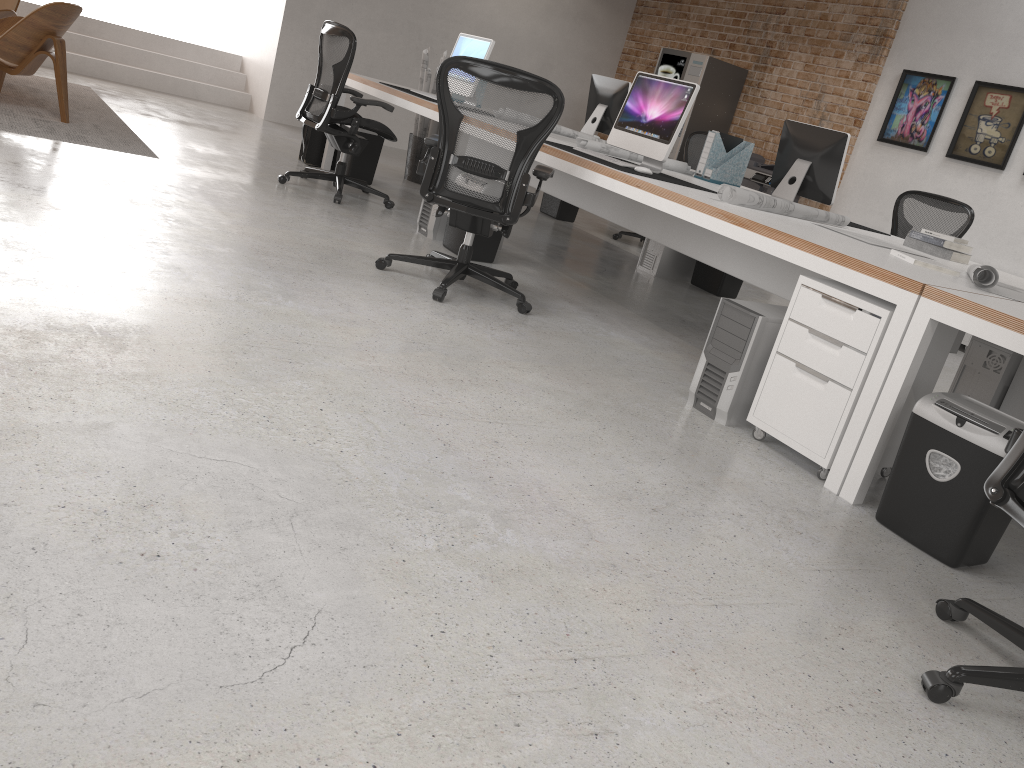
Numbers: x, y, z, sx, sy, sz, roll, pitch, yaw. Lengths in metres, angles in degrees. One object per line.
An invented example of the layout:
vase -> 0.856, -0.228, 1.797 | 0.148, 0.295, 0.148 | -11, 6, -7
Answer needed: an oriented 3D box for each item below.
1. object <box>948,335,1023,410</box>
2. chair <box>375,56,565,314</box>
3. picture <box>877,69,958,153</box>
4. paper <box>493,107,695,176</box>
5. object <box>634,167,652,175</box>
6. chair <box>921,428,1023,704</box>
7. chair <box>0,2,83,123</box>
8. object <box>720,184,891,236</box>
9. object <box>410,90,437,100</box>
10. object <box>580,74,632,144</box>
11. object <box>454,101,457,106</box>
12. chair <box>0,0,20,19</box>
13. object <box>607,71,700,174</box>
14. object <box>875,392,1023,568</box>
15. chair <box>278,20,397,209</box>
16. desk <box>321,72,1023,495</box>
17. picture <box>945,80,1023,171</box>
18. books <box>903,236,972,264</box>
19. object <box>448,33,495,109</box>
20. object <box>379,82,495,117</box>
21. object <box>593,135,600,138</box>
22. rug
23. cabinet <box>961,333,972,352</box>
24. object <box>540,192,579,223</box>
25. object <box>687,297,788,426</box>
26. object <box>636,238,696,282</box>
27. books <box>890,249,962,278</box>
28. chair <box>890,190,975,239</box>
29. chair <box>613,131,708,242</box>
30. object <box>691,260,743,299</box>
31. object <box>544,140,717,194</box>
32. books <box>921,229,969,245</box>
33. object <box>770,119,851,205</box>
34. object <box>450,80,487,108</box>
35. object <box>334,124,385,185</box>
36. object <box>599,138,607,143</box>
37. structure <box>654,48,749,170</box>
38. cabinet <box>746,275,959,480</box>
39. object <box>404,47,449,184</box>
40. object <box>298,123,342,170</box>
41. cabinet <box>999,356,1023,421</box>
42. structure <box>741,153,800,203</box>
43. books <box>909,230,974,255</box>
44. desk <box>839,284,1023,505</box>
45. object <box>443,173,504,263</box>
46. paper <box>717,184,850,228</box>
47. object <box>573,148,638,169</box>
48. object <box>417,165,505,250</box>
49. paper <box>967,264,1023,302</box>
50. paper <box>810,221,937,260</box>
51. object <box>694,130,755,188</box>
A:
object -> 2.542, 0.015, 4.605 | 0.543, 0.449, 0.224 | 3, 20, -35
chair -> -0.168, -0.989, 4.281 | 0.768, 1.072, 0.804 | 12, 17, -13
picture -> 3.586, -2.426, 7.860 | 0.042, 0.644, 0.532 | 5, 20, -35
paper -> 0.530, -1.609, 5.855 | 0.974, 0.104, 1.091 | 2, 23, -37
object -> 0.651, -1.055, 4.370 | 0.106, 0.028, 0.060 | 2, 22, -36
chair -> 1.425, 0.269, 1.906 | 0.790, 1.072, 0.782 | 7, 19, -27
chair -> -3.336, -2.184, 5.679 | 0.875, 0.743, 0.860 | 25, 19, 28
object -> 1.781, -1.068, 5.421 | 0.686, 0.008, 0.861 | 3, 22, -34
object -> -0.570, -2.023, 6.224 | 0.118, 0.017, 0.445 | 3, 22, -35
object -> 0.707, -2.128, 6.865 | 0.189, 0.479, 0.491 | 4, 20, -35
object -> -0.406, -1.895, 5.964 | 0.106, 0.028, 0.060 | 3, 21, -34
chair -> -4.077, -2.714, 6.619 | 0.864, 0.743, 0.871 | 25, 19, 28
object -> 0.744, -1.376, 4.675 | 0.189, 0.479, 0.491 | 4, 20, -35
object -> 1.400, 0.297, 2.790 | 0.250, 0.460, 0.343 | 4, 20, -35
chair -> -1.096, -1.821, 5.961 | 0.779, 1.072, 0.794 | 28, 20, 35
desk -> 0.846, -0.969, 5.578 | 2.308, 0.760, 5.186 | 3, 22, -35
picture -> 3.949, -2.138, 7.313 | 0.042, 0.644, 0.532 | 5, 20, -35
books -> 2.231, -0.701, 4.648 | 0.200, 0.049, 0.275 | 2, 23, -37
object -> -0.314, -2.217, 6.270 | 0.189, 0.479, 0.491 | 4, 20, -35
object -> -0.478, -2.002, 6.281 | 0.686, 0.008, 0.861 | 3, 22, -35
object -> 0.680, -2.035, 7.291 | 0.106, 0.028, 0.060 | 2, 22, -36
rug -> -4.086, -2.073, 5.914 | 2.724, 0.004, 3.041 | 3, 22, -35
cabinet -> 3.709, -0.600, 7.093 | 0.459, 0.640, 0.393 | 4, 20, -35
object -> 0.470, -1.726, 7.984 | 0.250, 0.460, 0.343 | 4, 20, -35
object -> 1.029, -0.079, 3.609 | 0.540, 0.449, 0.224 | 3, 20, -35
object -> 1.252, -1.011, 6.551 | 0.543, 0.449, 0.224 | 3, 20, -35
books -> 1.695, -0.497, 3.636 | 0.200, 0.023, 0.238 | 15, 18, -3
chair -> 2.654, -0.802, 6.105 | 0.779, 1.072, 0.794 | 28, 20, 35
chair -> 1.430, -1.623, 7.501 | 0.779, 1.072, 0.794 | 28, 20, 35
object -> 1.528, -0.885, 6.389 | 0.250, 0.460, 0.343 | 4, 20, -35
object -> 0.583, -1.159, 4.681 | 0.686, 0.008, 0.861 | 3, 22, -35
books -> 2.254, -0.766, 4.611 | 0.152, 0.029, 0.187 | 2, 23, -37
object -> 1.745, -1.302, 5.299 | 0.189, 0.479, 0.491 | 4, 20, -35
object -> -0.360, -2.384, 7.024 | 0.280, 0.308, 0.152 | 4, 20, -35
object -> -1.184, -1.807, 6.831 | 0.250, 0.460, 0.343 | 4, 20, -35
object -> 0.840, -1.896, 7.034 | 0.118, 0.017, 0.445 | 3, 22, -35
structure -> 1.811, -2.653, 9.707 | 0.637, 1.787, 0.761 | 4, 20, -35
cabinet -> 1.250, -0.014, 3.292 | 0.459, 0.640, 0.393 | 4, 20, -35
object -> -0.640, -2.316, 7.637 | 0.445, 1.195, 0.414 | 25, 18, 30
object -> -1.432, -1.937, 7.080 | 0.547, 0.424, 0.272 | 3, 21, -37
cabinet -> 2.762, 0.057, 4.352 | 0.459, 0.640, 0.393 | 4, 20, -35
structure -> 2.430, -1.802, 8.913 | 0.502, 1.044, 1.073 | 4, 20, -35
books -> 2.233, -0.739, 4.611 | 0.192, 0.044, 0.261 | 10, 19, -19
desk -> 3.475, 1.122, 1.613 | 2.308, 0.760, 5.186 | 3, 22, -35
object -> -0.210, -0.984, 5.219 | 0.250, 0.460, 0.343 | 4, 20, -35
paper -> 1.384, -0.868, 4.381 | 1.133, 0.081, 0.084 | 0, 23, -40
object -> 0.487, -1.183, 4.630 | 0.118, 0.017, 0.445 | 3, 22, -35
object -> -0.288, -1.127, 5.595 | 0.540, 0.449, 0.224 | 3, 20, -35
paper -> 2.301, -0.289, 3.445 | 1.080, 0.104, 0.983 | 21, 19, 17
paper -> 1.731, -0.691, 4.256 | 0.483, 0.001, 0.435 | 6, 20, -27
object -> 1.355, -1.430, 5.647 | 0.280, 0.308, 0.152 | 4, 20, -35
